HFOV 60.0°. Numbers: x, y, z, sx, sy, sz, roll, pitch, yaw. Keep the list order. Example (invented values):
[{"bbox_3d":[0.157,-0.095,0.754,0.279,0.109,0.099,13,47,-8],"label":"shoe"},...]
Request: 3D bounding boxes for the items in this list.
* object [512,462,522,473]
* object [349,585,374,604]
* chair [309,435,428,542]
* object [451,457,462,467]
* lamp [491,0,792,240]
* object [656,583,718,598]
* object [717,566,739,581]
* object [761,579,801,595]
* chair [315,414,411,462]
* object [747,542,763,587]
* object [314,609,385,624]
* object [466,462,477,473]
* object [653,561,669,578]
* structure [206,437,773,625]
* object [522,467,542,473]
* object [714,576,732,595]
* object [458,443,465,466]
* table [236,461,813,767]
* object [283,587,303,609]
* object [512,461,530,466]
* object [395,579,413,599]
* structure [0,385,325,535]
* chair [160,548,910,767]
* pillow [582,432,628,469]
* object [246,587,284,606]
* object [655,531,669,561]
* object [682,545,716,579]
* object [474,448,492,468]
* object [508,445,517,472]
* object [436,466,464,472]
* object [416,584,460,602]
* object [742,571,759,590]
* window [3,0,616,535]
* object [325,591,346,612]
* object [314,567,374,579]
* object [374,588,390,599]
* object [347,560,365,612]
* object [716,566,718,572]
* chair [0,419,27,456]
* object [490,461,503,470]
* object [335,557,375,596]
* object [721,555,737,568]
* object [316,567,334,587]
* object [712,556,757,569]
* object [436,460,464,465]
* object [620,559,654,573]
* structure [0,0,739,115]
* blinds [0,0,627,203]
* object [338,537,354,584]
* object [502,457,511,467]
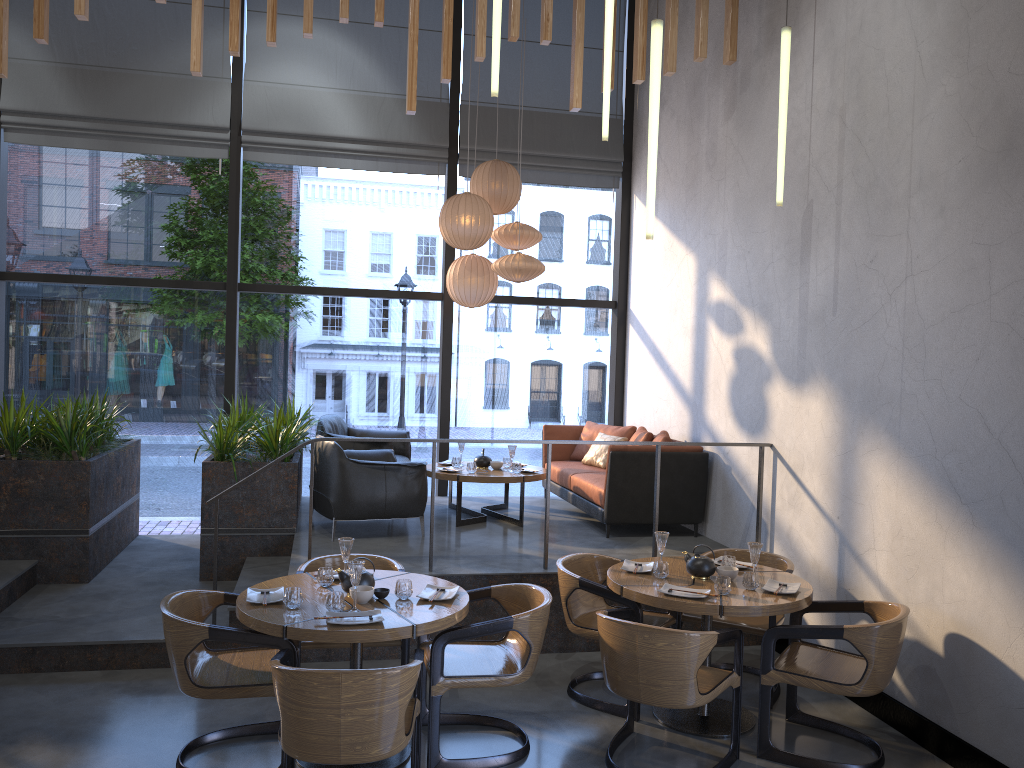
[{"bbox_3d":[0.041,0.710,7.496,0.086,0.086,0.086,2,1,-8],"label":"object"},{"bbox_3d":[-0.705,0.992,4.161,0.116,0.065,0.116,1,2,-33],"label":"object"},{"bbox_3d":[-1.159,0.782,7.023,0.833,0.743,1.030,1,2,-27],"label":"chair"},{"bbox_3d":[-0.488,0.686,7.785,0.086,0.086,0.086,3,2,25],"label":"object"},{"bbox_3d":[-1.710,-5.260,0.087,8.975,10.231,8.774,2,1,-14],"label":"lamp"},{"bbox_3d":[0.894,1.056,4.480,0.294,0.025,0.170,3,2,26],"label":"object"},{"bbox_3d":[1.173,1.036,4.830,0.116,0.065,0.116,2,1,13],"label":"object"},{"bbox_3d":[1.400,1.068,4.626,0.170,0.025,0.294,3,2,26],"label":"object"},{"bbox_3d":[-1.391,0.668,8.223,0.833,0.743,1.030,2,1,2],"label":"chair"},{"bbox_3d":[1.291,0.961,4.721,0.082,0.227,0.082,2,1,10],"label":"object"},{"bbox_3d":[-0.710,1.019,3.856,0.294,0.025,0.170,1,1,-15],"label":"object"},{"bbox_3d":[-0.338,0.700,7.415,0.086,0.086,0.086,2,1,-8],"label":"object"},{"bbox_3d":[0.813,1.013,4.837,0.086,0.086,0.086,2,1,11],"label":"object"},{"bbox_3d":[-2.935,-0.389,0.544,11.718,4.117,9.054,2,1,-12],"label":"structure"},{"bbox_3d":[0.139,0.741,7.613,0.170,0.025,0.294,1,2,-32],"label":"object"},{"bbox_3d":[1.076,1.029,4.527,0.086,0.086,0.086,1,2,-40],"label":"object"},{"bbox_3d":[-0.451,0.614,7.883,0.082,0.227,0.082,1,2,-30],"label":"object"},{"bbox_3d":[-3.666,1.200,4.118,10.659,0.968,6.876,2,1,-12],"label":"table"},{"bbox_3d":[-0.996,0.974,4.036,0.086,0.086,0.086,2,1,13],"label":"object"},{"bbox_3d":[0.050,0.728,8.033,0.170,0.025,0.294,1,2,-32],"label":"object"},{"bbox_3d":[-0.518,0.985,4.249,0.086,0.086,0.086,2,1,-10],"label":"object"},{"bbox_3d":[-6.275,0.845,2.054,4.306,1.608,15.715,3,2,26],"label":"structure"},{"bbox_3d":[-2.675,1.370,2.745,9.749,0.759,4.352,2,1,-11],"label":"chair"},{"bbox_3d":[0.869,0.629,8.432,0.289,0.311,0.393,1,2,-32],"label":"pillow"},{"bbox_3d":[-1.152,0.998,4.143,0.170,0.025,0.294,1,1,-15],"label":"object"},{"bbox_3d":[0.831,0.941,4.939,0.082,0.227,0.082,1,2,-40],"label":"object"},{"bbox_3d":[1.039,0.973,4.886,0.168,0.179,0.163,2,1,-8],"label":"object"},{"bbox_3d":[-0.256,0.647,7.795,0.168,0.179,0.163,3,2,44],"label":"object"},{"bbox_3d":[0.000,0.636,7.567,0.082,0.227,0.082,3,2,31],"label":"object"},{"bbox_3d":[-0.518,0.724,7.473,0.170,0.025,0.294,1,2,-32],"label":"object"},{"bbox_3d":[-0.362,1.020,4.292,0.170,0.025,0.294,2,1,7],"label":"object"},{"bbox_3d":[1.251,1.032,4.646,0.086,0.086,0.086,1,2,-36],"label":"object"},{"bbox_3d":[-3.388,-1.203,1.837,12.739,5.897,12.900,2,1,-12],"label":"window"},{"bbox_3d":[-0.792,0.982,3.982,0.086,0.086,0.086,2,1,13],"label":"object"},{"bbox_3d":[-0.887,0.995,4.623,0.294,0.025,0.170,1,2,-27],"label":"object"},{"bbox_3d":[-0.624,1.004,4.236,0.080,0.042,0.080,3,2,42],"label":"object"},{"bbox_3d":[-0.707,0.914,4.002,0.082,0.227,0.082,1,2,-43],"label":"object"},{"bbox_3d":[1.170,1.045,4.940,0.080,0.042,0.080,1,2,-30],"label":"object"},{"bbox_3d":[-4.538,0.662,7.505,0.833,0.743,1.030,1,2,-27],"label":"chair"},{"bbox_3d":[-0.134,0.710,7.714,0.116,0.065,0.116,2,1,18],"label":"object"},{"bbox_3d":[-0.747,0.930,4.302,0.168,0.179,0.163,3,2,26],"label":"object"},{"bbox_3d":[1.229,1.022,5.028,0.086,0.086,0.086,1,1,-18],"label":"object"},{"bbox_3d":[-0.935,0.967,4.438,0.086,0.086,0.086,1,2,-30],"label":"object"},{"bbox_3d":[1.298,1.052,5.175,0.170,0.025,0.294,1,2,-42],"label":"object"},{"bbox_3d":[-0.567,0.710,7.959,0.170,0.025,0.294,2,2,24],"label":"object"},{"bbox_3d":[0.705,1.037,4.995,0.170,0.025,0.294,2,1,13],"label":"object"},{"bbox_3d":[-2.463,-1.145,0.515,10.399,5.894,10.127,2,1,-12],"label":"structure"},{"bbox_3d":[-7.119,-3.172,3.938,8.760,2.314,17.610,3,2,31],"label":"blinds"},{"bbox_3d":[-0.843,0.897,4.493,0.082,0.227,0.082,2,1,9],"label":"object"},{"bbox_3d":[-0.044,0.698,7.899,0.086,0.086,0.086,2,1,-8],"label":"object"}]
